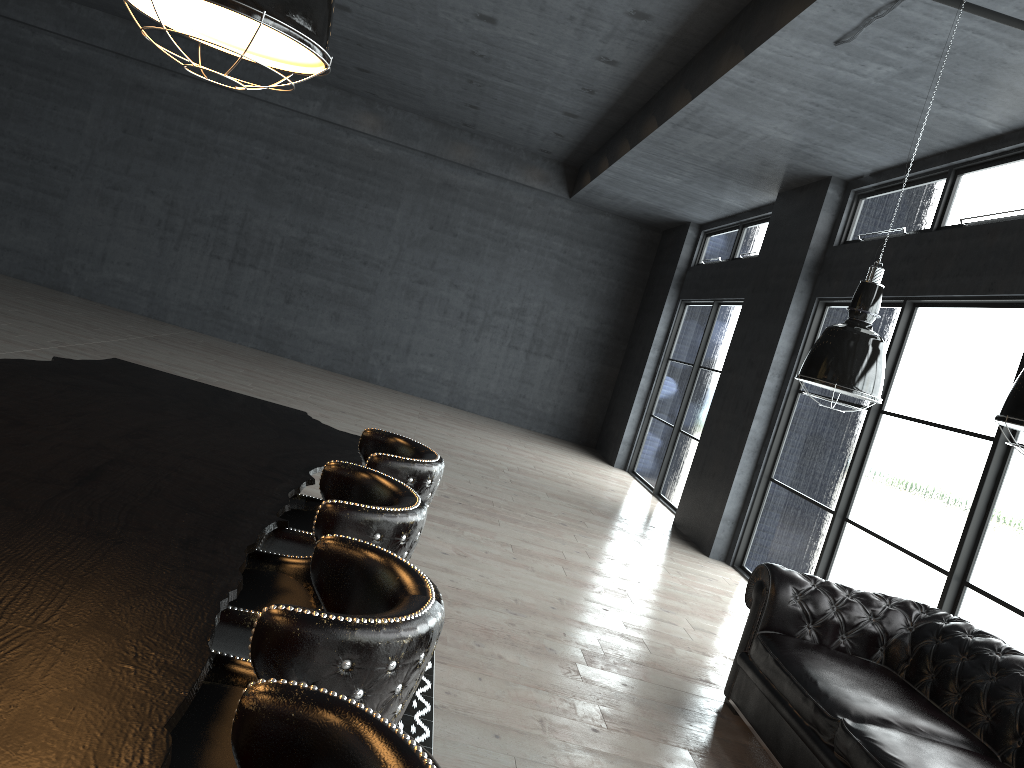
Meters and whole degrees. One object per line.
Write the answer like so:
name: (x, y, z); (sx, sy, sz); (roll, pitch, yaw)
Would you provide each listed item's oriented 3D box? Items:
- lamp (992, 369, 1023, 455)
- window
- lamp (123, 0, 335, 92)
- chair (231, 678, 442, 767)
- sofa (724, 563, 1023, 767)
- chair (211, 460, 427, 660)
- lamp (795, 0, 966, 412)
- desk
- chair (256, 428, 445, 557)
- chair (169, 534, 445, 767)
lamp: (1.896, -0.783, 2.519); (0.391, 2.160, 0.390); (20, 4, 39)
window: (3.151, 0.505, 2.782); (0.120, 3.727, 20.813); (17, 4, -6)
lamp: (-0.545, -2.004, 2.569); (0.622, 2.301, 0.621); (20, 4, 39)
chair: (-0.460, 0.892, 0.900); (0.568, 1.092, 0.504); (17, 3, -8)
sofa: (1.898, 1.566, 3.695); (1.239, 0.838, 2.568); (17, 4, -6)
chair: (-0.637, 0.746, 2.274); (0.568, 1.092, 0.504); (16, 3, -12)
lamp: (1.776, -0.915, 3.995); (0.391, 2.152, 0.390); (20, 4, 39)
desk: (-1.129, 0.818, 0.391); (1.433, 0.927, 7.601); (17, 4, -6)
chair: (-0.648, 0.693, 3.006); (0.568, 1.092, 0.505); (16, 3, -13)
chair: (-0.540, 0.822, 1.580); (0.568, 1.092, 0.504); (17, 3, -2)
